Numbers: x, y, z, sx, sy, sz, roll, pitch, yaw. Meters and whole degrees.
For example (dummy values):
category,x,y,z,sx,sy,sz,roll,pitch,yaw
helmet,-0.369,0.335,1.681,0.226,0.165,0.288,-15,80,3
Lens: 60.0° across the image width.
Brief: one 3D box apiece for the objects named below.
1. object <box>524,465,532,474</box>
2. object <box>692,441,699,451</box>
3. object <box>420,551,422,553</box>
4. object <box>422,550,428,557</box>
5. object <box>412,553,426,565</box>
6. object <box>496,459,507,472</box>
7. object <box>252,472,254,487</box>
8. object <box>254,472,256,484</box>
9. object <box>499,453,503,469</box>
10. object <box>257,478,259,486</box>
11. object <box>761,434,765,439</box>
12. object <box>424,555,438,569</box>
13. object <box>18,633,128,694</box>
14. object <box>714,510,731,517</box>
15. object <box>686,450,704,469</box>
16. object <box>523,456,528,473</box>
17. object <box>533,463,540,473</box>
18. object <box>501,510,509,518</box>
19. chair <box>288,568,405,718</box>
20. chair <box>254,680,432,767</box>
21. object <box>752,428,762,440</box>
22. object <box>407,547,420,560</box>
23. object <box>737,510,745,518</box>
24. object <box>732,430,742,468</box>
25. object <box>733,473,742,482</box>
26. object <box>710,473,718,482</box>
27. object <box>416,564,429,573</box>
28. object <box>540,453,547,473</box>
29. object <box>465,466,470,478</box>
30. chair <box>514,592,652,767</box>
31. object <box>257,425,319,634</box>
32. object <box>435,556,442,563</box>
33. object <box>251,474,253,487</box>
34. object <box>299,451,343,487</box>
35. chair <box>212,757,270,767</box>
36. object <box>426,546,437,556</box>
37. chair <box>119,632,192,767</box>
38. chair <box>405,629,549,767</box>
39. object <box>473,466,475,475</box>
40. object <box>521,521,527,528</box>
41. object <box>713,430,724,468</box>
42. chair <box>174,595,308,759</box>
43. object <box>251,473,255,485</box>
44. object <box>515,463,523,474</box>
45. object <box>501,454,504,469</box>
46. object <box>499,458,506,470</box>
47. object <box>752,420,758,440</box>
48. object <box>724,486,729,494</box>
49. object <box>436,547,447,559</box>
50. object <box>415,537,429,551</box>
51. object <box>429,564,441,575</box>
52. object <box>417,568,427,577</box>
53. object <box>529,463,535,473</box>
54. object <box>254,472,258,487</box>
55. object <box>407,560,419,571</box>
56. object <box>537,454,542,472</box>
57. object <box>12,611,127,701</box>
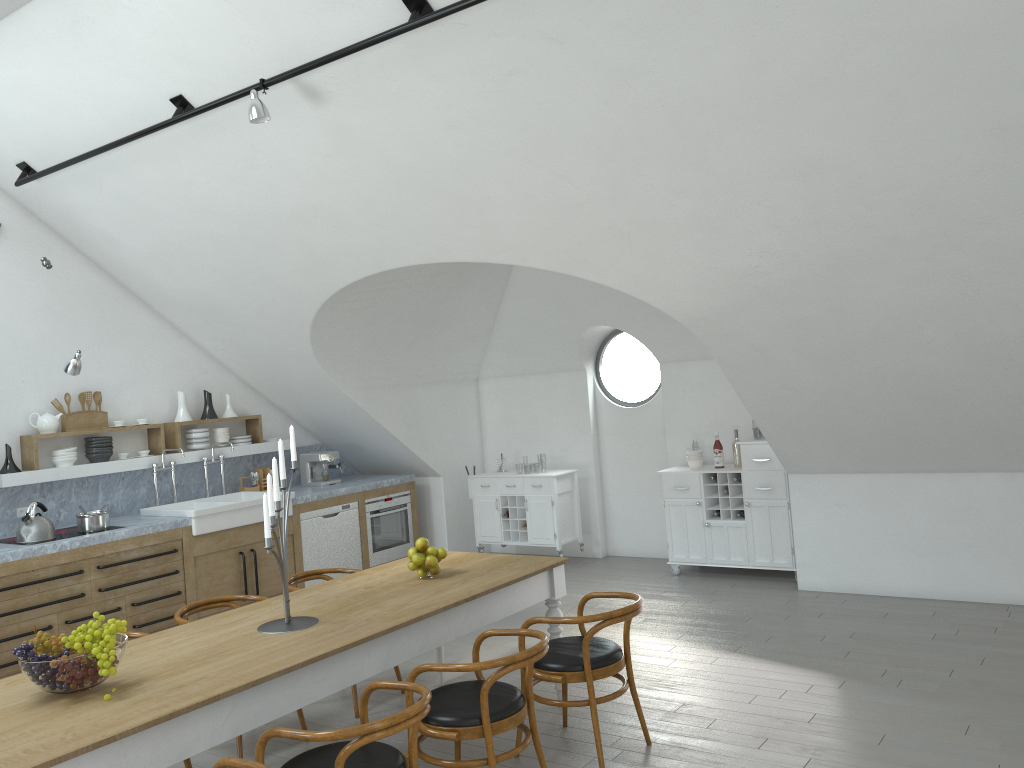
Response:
category,x,y,z,sx,sy,sz,roll,pitch,yaw
object,0.158,0.838,8.677,0.077,0.085,0.077,-5,-1,23
object,1.668,0.624,8.117,0.115,0.209,0.065,-6,-2,38
object,-0.482,0.878,4.755,0.062,0.059,0.062,-5,-1,36
object,-0.453,0.892,4.711,0.053,0.051,0.052,-5,-1,6
object,-0.485,0.911,4.610,0.071,0.064,0.072,-5,-1,29
object,-0.107,0.837,9.108,0.101,0.138,0.067,-5,-2,35
object,-2.413,0.923,8.260,0.018,0.196,0.020,-3,-3,-45
object,-2.392,0.921,8.258,0.023,0.196,0.018,-6,-2,30
object,-0.115,0.803,9.119,0.039,0.175,0.054,-6,-2,35
object,-2.375,0.929,8.262,0.044,0.179,0.019,-5,-2,20
object,2.137,0.427,7.504,0.077,0.085,0.077,-6,-1,43
object,-0.422,0.926,4.616,0.071,0.072,0.070,-5,-1,0
object,-1.585,1.032,3.219,0.360,0.160,0.360,-5,0,16
object,1.865,1.108,7.709,0.156,0.085,0.331,-5,0,36
object,1.623,0.673,7.875,0.158,0.160,0.154,-4,-1,-26
object,0.136,0.798,8.742,0.048,0.169,0.048,-5,-2,23
object,0.239,0.825,8.662,0.071,0.099,0.071,-4,-1,-31
object,-0.002,1.279,8.751,0.081,0.085,0.317,-5,-1,36
chair,-1.033,1.507,5.282,0.620,0.735,0.527,-5,-1,32
chair,-0.555,1.464,3.102,0.620,0.735,0.527,-5,-2,35
object,2.065,0.423,7.456,0.082,0.105,0.081,-4,-1,-16
object,-0.518,0.897,4.676,0.066,0.071,0.072,-5,-1,5
object,2.003,1.100,7.603,0.081,0.081,0.359,-5,-1,33
object,1.951,0.560,7.664,0.085,0.331,0.085,-4,-2,-6
object,1.979,0.796,7.607,0.087,0.085,0.360,-5,-1,35
object,1.815,0.806,7.734,0.092,0.094,0.359,-5,-1,36
object,-0.471,0.973,4.708,0.080,0.074,0.078,-4,-1,-10
object,0.308,0.775,8.660,0.063,0.187,0.063,-5,-2,21
object,-0.424,0.964,9.037,0.088,0.269,0.029,-5,-2,9
chair,0.352,1.394,4.237,0.620,0.735,0.527,-5,-2,38
object,-1.010,0.629,3.998,0.265,0.876,0.774,-5,-1,9
object,-0.407,0.919,4.723,0.076,0.076,0.077,-5,-1,2
object,-2.413,0.923,8.250,0.019,0.196,0.022,-5,-2,24
object,-1.808,0.822,8.618,0.386,0.320,0.324,-5,-1,35
chair,-0.942,1.493,2.485,0.620,0.735,0.527,-5,-2,39
object,-0.422,0.881,4.651,0.053,0.057,0.058,-4,-1,-40
chair,-1.831,1.568,4.069,0.620,0.735,0.527,-5,-1,32
chair,-0.122,1.430,3.687,0.620,0.735,0.527,-5,-1,31
object,-0.380,0.961,9.006,0.029,0.269,0.088,-4,-2,-28
object,0.190,1.366,8.664,0.081,0.083,0.317,-5,-1,35
object,1.808,0.572,7.773,0.081,0.330,0.081,-6,-2,31
chair,-1.459,1.540,4.698,0.620,0.735,0.527,-5,-2,38
object,-2.416,0.920,8.277,0.040,0.192,0.042,-4,-2,-17
object,0.073,0.835,8.693,0.082,0.105,0.081,-3,-2,-41
object,-0.098,0.803,9.089,0.024,0.164,0.039,-3,-2,-42
object,-0.103,0.817,9.114,0.097,0.137,0.029,-6,-2,39
object,2.076,0.390,7.537,0.048,0.169,0.048,-4,-2,-22
object,1.909,0.909,7.677,0.085,0.085,0.331,-5,-1,35
object,-0.372,0.894,4.680,0.063,0.063,0.062,-5,-1,-2
object,-0.473,0.845,4.676,0.072,0.074,0.072,-5,-1,35
object,-0.407,0.974,4.670,0.064,0.063,0.063,-4,-1,-44
object,-0.469,0.987,4.640,0.049,0.050,0.051,-5,-1,39
object,0.214,0.830,8.750,0.094,0.093,0.093,-5,-1,23
object,-2.377,0.917,8.248,0.040,0.192,0.042,-4,-2,-18
object,-0.518,0.952,4.650,0.059,0.056,0.059,-5,-1,30
object,0.280,0.781,8.717,0.054,0.179,0.054,-5,-2,13
object,-1.577,0.968,3.195,0.394,0.284,0.292,-5,-1,-1
